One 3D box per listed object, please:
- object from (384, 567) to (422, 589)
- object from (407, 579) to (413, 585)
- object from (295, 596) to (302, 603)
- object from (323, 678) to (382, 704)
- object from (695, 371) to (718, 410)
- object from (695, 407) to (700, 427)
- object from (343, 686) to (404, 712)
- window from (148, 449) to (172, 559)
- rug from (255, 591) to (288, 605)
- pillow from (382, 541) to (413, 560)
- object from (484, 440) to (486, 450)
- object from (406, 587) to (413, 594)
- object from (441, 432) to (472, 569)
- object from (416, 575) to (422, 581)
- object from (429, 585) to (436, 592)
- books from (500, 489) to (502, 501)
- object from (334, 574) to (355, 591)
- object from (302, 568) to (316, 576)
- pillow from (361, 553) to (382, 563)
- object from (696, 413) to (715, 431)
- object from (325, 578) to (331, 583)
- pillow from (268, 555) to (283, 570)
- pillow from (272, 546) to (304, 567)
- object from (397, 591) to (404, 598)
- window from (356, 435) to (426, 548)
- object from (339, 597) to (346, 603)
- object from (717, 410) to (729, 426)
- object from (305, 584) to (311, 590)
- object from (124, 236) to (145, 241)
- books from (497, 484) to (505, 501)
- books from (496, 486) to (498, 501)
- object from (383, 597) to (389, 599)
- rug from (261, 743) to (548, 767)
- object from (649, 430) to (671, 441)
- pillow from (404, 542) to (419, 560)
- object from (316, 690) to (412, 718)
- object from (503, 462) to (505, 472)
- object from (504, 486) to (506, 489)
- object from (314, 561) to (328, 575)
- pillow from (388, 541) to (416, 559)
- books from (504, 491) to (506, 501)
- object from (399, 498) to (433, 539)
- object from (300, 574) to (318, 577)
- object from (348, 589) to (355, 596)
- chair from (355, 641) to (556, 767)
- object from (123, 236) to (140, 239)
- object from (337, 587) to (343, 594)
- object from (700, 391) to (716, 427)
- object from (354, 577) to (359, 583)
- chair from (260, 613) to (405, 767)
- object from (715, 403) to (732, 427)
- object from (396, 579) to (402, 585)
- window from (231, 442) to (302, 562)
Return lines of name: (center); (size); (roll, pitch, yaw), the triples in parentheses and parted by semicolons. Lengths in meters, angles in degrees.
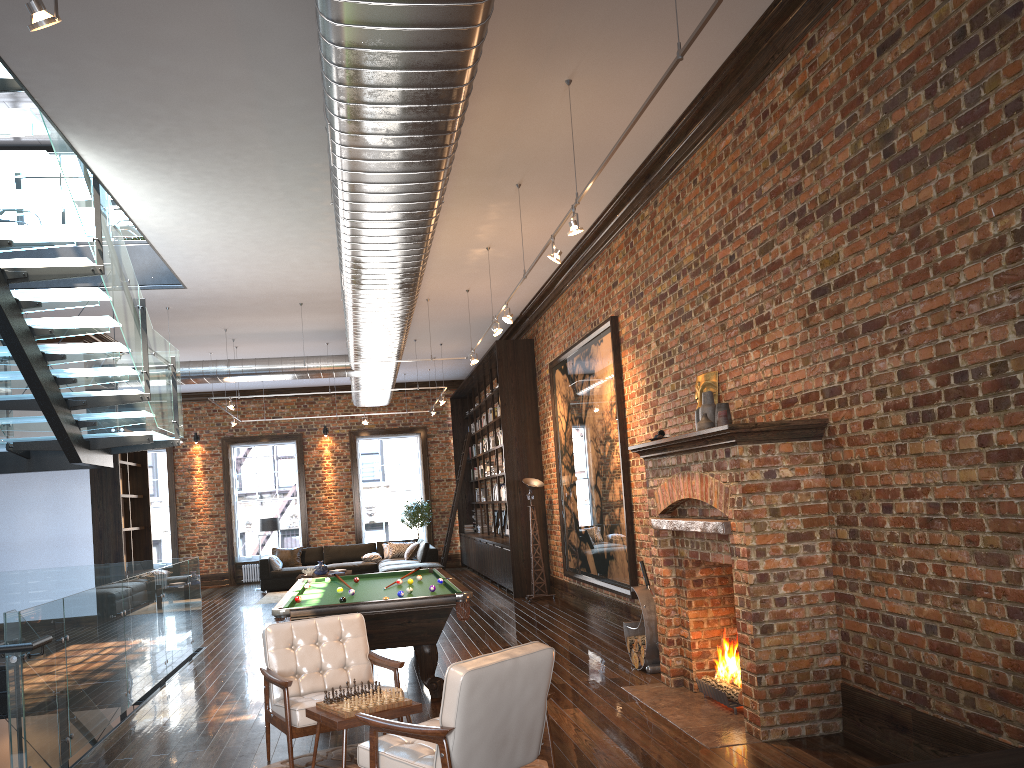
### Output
object: (-1.090, 1.947, 8.947); (0.028, 0.072, 1.615); (-4, -7, 6)
object: (-0.968, 1.884, 8.451); (0.057, 0.056, 0.057); (-3, -5, -10)
object: (-1.809, 1.823, 7.504); (0.057, 0.057, 0.057); (-8, -6, 37)
object: (-0.880, 1.686, 4.906); (0.334, 0.100, 0.076); (1, -6, -35)
object: (1.532, 0.187, 7.087); (0.124, 0.533, 0.411); (-4, -4, -10)
object: (1.470, 0.299, 6.814); (0.118, 0.248, 0.118); (-7, -4, 38)
object: (-0.734, 1.649, 4.693); (0.334, 0.100, 0.076); (1, -6, -35)
window: (-8.490, 2.869, 20.122); (1.519, 2.740, 0.155); (-3, -2, -10)
rug: (-3.632, 3.921, 16.583); (2.020, 0.003, 2.130); (-3, -7, -10)
pillow: (-2.401, 3.527, 18.763); (0.702, 0.336, 0.271); (-3, -4, -9)
object: (-0.552, 1.282, 18.237); (0.075, 0.254, 0.088); (-3, -3, -20)
object: (-0.881, 1.773, 7.621); (0.057, 0.057, 0.057); (-7, -5, 29)
object: (-1.264, 2.644, 19.870); (0.896, 3.063, 0.498); (-4, -3, -10)
object: (-0.919, 1.924, 8.787); (0.057, 0.057, 0.057); (-7, -6, 35)
object: (-0.685, 1.762, 7.637); (0.057, 0.057, 0.057); (-5, -5, 12)
books: (-0.145, 2.126, 17.031); (0.190, 0.217, 0.033); (-3, -3, -10)
object: (-1.676, 1.976, 8.847); (0.028, 0.072, 1.618); (-3, -7, -18)
object: (-3.757, 3.488, 16.474); (0.220, 0.159, 0.218); (-7, -7, 32)
pillow: (-2.927, 3.621, 18.456); (0.409, 0.203, 0.615); (-3, -7, -12)
object: (1.405, 0.297, 6.448); (0.136, 0.168, 0.136); (-7, -5, 32)
object: (-1.931, 2.058, 9.294); (0.057, 0.057, 0.058); (-3, -5, -9)
pillow: (-4.785, 3.626, 17.998); (0.243, 0.304, 0.577); (-3, -6, -9)
pillow: (-4.684, 3.596, 18.412); (0.700, 0.438, 0.306); (-3, -4, -9)
object: (-0.921, 1.742, 7.349); (0.057, 0.057, 0.057); (-4, -5, -5)
window: (-2.863, 2.598, 21.085); (1.519, 2.740, 0.155); (-3, -2, -10)
object: (-1.369, 1.751, 7.178); (0.057, 0.057, 0.057); (-4, -5, -5)
object: (1.515, 0.275, 6.367); (0.082, 0.178, 0.082); (-6, -4, 32)
object: (-2.005, 1.989, 8.704); (0.057, 0.057, 0.057); (-3, -5, -11)
object: (-6.599, -1.941, 15.600); (0.815, 1.856, 0.801); (-6, -4, 33)
books: (-0.181, 2.100, 17.196); (0.186, 0.316, 0.015); (-3, -2, -10)
books: (-0.205, 2.140, 17.389); (0.184, 0.287, 0.016); (-3, -2, -10)
object: (-0.985, 1.694, 6.938); (0.057, 0.057, 0.057); (-5, -5, 8)
rug: (-0.719, 2.231, 4.898); (1.968, 0.015, 1.985); (-3, -7, -8)
object: (1.192, 0.411, 6.974); (0.237, 0.105, 0.238); (-4, -6, 0)
pillow: (-2.054, 3.435, 18.167); (0.313, 0.353, 0.633); (-3, -6, -10)
object: (-0.803, 1.729, 4.797); (0.388, 0.028, 0.391); (1, -9, -35)
object: (-0.123, 1.429, 15.768); (0.069, 0.287, 0.118); (-3, -3, -17)
object: (-0.056, 2.024, 16.495); (0.166, 0.281, 0.015); (-3, -2, -10)
object: (-3.594, 3.457, 16.672); (0.216, 0.250, 0.215); (-6, -5, 23)
pillow: (-2.301, 3.473, 18.600); (0.611, 0.360, 0.290); (-3, -4, -6)
books: (-0.048, 2.063, 16.417); (0.174, 0.183, 0.034); (-3, -3, -10)
object: (-2.194, 3.555, 20.476); (0.812, 1.856, 0.804); (-4, -3, -2)
object: (-3.760, 3.558, 16.459); (0.267, 0.018, 0.202); (-6, -7, 14)
object: (-1.409, 1.832, 7.794); (0.057, 0.057, 0.057); (0, -6, -40)
chair: (-0.252, 1.694, 4.239); (0.745, 0.862, 0.768); (-8, -6, 40)
object: (-5.115, -1.992, 11.697); (0.540, 0.765, 0.522); (-4, -4, 0)
object: (-1.565, 1.878, 8.067); (0.057, 0.057, 0.057); (-6, -5, 27)
object: (1.485, 0.230, 6.671); (0.146, 0.348, 0.145); (-6, -3, 27)
object: (-1.592, 2.007, 9.076); (0.057, 0.057, 0.057); (-8, -6, 38)
chair: (-1.118, 1.919, 5.535); (0.767, 0.862, 0.746); (-1, -5, -30)
object: (1.549, 0.257, 6.495); (0.120, 0.241, 0.121); (-5, -3, 10)
object: (-1.078, 1.897, 8.491); (0.057, 0.057, 0.057); (1, -7, -45)
window: (-5.678, 2.734, 20.603); (1.519, 2.740, 0.155); (-3, -2, -10)
